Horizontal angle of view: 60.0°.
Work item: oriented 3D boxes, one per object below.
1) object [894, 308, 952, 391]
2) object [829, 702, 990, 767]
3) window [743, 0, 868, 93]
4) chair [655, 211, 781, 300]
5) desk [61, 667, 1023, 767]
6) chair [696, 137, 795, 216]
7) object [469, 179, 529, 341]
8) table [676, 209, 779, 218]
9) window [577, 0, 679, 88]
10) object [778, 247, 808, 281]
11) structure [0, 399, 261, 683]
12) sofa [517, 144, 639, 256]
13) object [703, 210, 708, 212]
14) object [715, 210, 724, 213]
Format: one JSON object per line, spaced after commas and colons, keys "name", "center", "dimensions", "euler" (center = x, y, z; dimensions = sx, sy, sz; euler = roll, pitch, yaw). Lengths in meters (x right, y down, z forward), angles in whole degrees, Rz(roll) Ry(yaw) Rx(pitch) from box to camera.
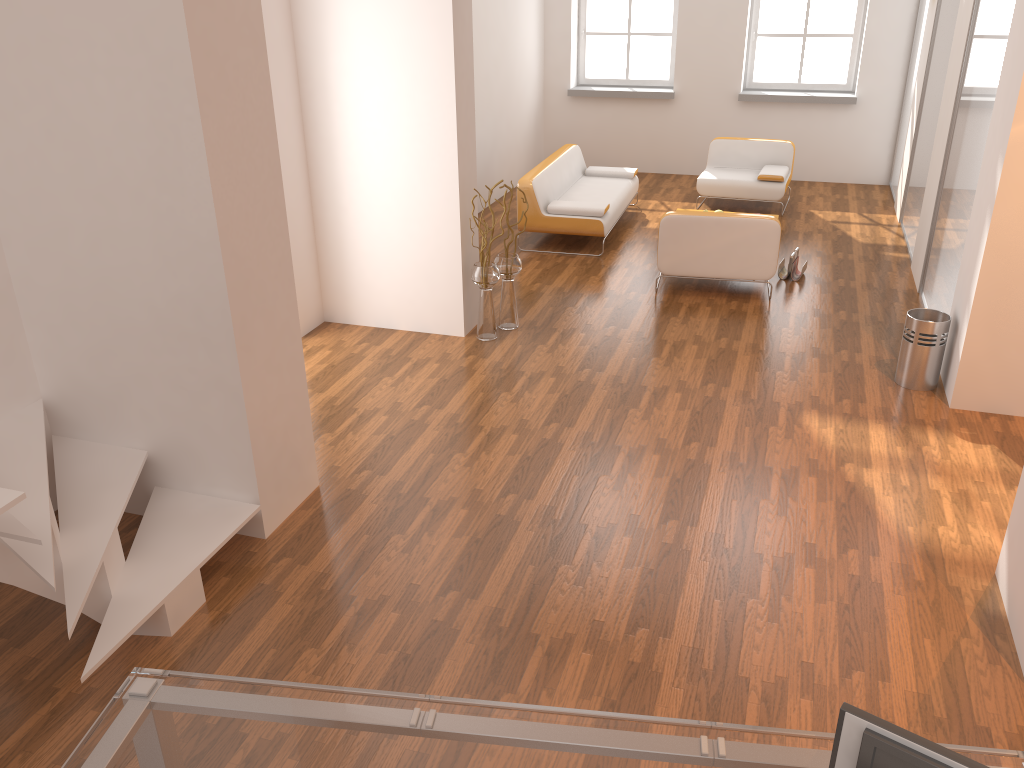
{"name": "object", "center": [2.526, -0.213, 5.459], "dimensions": [0.248, 0.450, 0.248], "euler": [-13, 28, -25]}
{"name": "object", "center": [0.845, 0.812, 1.570], "dimensions": [0.245, 0.418, 0.516], "euler": [-22, 32, -37]}
{"name": "window", "center": [3.462, -4.332, 10.413], "dimensions": [1.308, 1.737, 0.142], "euler": [7, 26, 16]}
{"name": "chair", "center": [1.679, -1.148, 7.236], "dimensions": [0.923, 0.661, 0.825], "euler": [5, 26, 12]}
{"name": "desk", "center": [0.063, 1.352, 1.816], "dimensions": [2.239, 0.750, 1.092], "euler": [3, 25, 7]}
{"name": "chair", "center": [2.534, -2.266, 9.614], "dimensions": [0.923, 0.661, 0.825], "euler": [9, 27, 19]}
{"name": "object", "center": [-0.150, -0.844, 6.105], "dimensions": [0.284, 1.112, 0.655], "euler": [18, 31, 35]}
{"name": "table", "center": [2.008, -1.459, 8.502], "dimensions": [1.000, 0.150, 1.000], "euler": [7, 26, 16]}
{"name": "window", "center": [1.458, -4.584, 11.009], "dimensions": [1.308, 1.737, 0.142], "euler": [7, 26, 16]}
{"name": "object", "center": [2.364, -1.012, 7.455], "dimensions": [0.189, 0.217, 0.281], "euler": [12, 28, 25]}
{"name": "structure", "center": [-0.547, 0.189, 1.635], "dimensions": [4.630, 3.042, 3.450], "euler": [7, 26, 16]}
{"name": "sofa", "center": [0.715, -1.907, 8.897], "dimensions": [0.825, 0.661, 2.010], "euler": [6, 26, 15]}
{"name": "object", "center": [1.882, -1.659, 8.652], "dimensions": [0.094, 0.087, 0.080], "euler": [-23, 33, -39]}
{"name": "object", "center": [2.006, -1.646, 8.616], "dimensions": [0.105, 0.091, 0.103], "euler": [5, 25, 11]}
